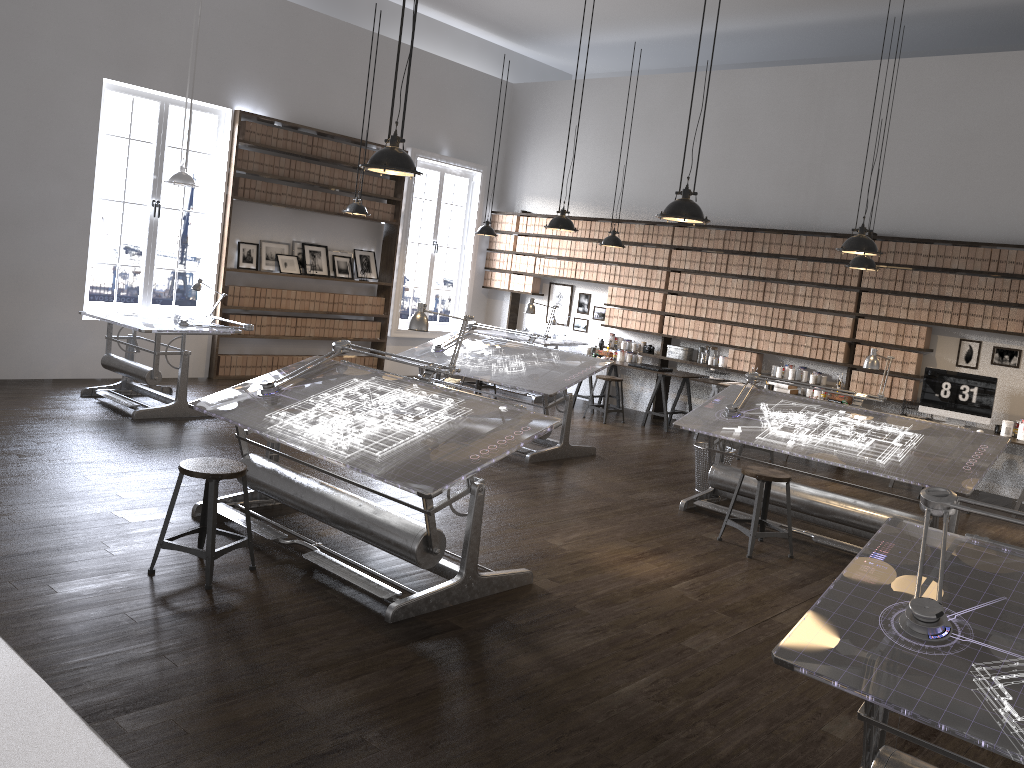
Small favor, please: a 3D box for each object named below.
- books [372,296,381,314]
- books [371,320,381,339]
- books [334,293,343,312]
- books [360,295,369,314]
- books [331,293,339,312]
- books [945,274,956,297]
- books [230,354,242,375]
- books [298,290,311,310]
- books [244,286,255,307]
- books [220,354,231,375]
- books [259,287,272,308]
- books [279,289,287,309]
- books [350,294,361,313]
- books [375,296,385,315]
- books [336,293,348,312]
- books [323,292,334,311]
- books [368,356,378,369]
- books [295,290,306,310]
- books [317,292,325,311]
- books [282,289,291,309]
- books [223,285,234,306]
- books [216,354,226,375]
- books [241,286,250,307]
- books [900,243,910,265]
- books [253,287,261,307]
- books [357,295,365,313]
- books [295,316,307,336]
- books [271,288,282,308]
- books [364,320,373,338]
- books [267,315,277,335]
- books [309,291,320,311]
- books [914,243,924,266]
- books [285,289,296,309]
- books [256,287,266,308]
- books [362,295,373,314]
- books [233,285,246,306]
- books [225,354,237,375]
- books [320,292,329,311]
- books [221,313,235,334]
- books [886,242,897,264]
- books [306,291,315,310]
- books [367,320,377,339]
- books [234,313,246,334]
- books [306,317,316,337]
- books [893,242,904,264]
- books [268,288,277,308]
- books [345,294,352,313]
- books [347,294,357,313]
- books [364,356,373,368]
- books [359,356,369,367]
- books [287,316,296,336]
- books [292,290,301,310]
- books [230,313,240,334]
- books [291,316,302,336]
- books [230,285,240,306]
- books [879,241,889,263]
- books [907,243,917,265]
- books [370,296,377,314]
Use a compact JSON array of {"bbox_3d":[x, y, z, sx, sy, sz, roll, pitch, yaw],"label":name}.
[{"bbox_3d":[-1.827,-1.044,11.733,0.175,0.225,0.066,12,7,41],"label":"books"},{"bbox_3d":[-1.832,-0.726,11.788,0.175,0.225,0.066,12,7,41],"label":"books"},{"bbox_3d":[-2.234,-1.036,11.271,0.175,0.225,0.066,12,6,41],"label":"books"},{"bbox_3d":[-1.961,-1.041,11.576,0.175,0.224,0.066,12,7,41],"label":"books"},{"bbox_3d":[-2.280,-1.034,11.211,0.175,0.225,0.067,12,7,41],"label":"books"},{"bbox_3d":[4.380,-0.974,8.802,0.067,0.224,0.174,11,7,41],"label":"books"},{"bbox_3d":[-3.227,-0.223,10.315,0.175,0.224,0.066,12,6,41],"label":"books"},{"bbox_3d":[-2.568,-1.029,10.895,0.175,0.225,0.066,12,6,41],"label":"books"},{"bbox_3d":[-3.078,-1.018,10.317,0.175,0.224,0.066,12,7,41],"label":"books"},{"bbox_3d":[-3.323,-0.222,10.209,0.175,0.225,0.066,12,6,41],"label":"books"},{"bbox_3d":[-2.929,-1.020,10.479,0.175,0.225,0.066,12,7,41],"label":"books"},{"bbox_3d":[-2.789,-1.023,10.634,0.175,0.225,0.067,12,7,41],"label":"books"},{"bbox_3d":[-2.044,-1.038,11.477,0.175,0.225,0.067,12,6,41],"label":"books"},{"bbox_3d":[-1.778,-1.044,11.778,0.175,0.225,0.067,12,7,41],"label":"books"},{"bbox_3d":[-2.184,-1.036,11.321,0.175,0.225,0.066,12,6,41],"label":"books"},{"bbox_3d":[-2.333,-1.033,11.160,0.175,0.224,0.066,12,6,41],"label":"books"},{"bbox_3d":[-1.886,-0.252,11.833,0.175,0.224,0.066,12,7,41],"label":"books"},{"bbox_3d":[-2.613,-1.027,10.842,0.175,0.225,0.066,12,6,41],"label":"books"},{"bbox_3d":[-2.420,-1.030,11.051,0.175,0.225,0.067,12,6,41],"label":"books"},{"bbox_3d":[-2.748,-1.025,10.687,0.175,0.224,0.066,12,6,41],"label":"books"},{"bbox_3d":[-3.257,-1.014,10.110,0.175,0.225,0.066,12,6,41],"label":"books"},{"bbox_3d":[-3.370,-0.221,10.158,0.175,0.225,0.066,12,6,41],"label":"books"},{"bbox_3d":[-3.120,-1.017,10.266,0.175,0.224,0.066,12,6,41],"label":"books"},{"bbox_3d":[4.067,-1.330,9.094,0.067,0.225,0.174,11,7,41],"label":"books"},{"bbox_3d":[-3.025,-1.018,10.369,0.175,0.225,0.067,12,6,41],"label":"books"},{"bbox_3d":[-2.003,-1.040,11.530,0.175,0.224,0.066,12,7,41],"label":"books"},{"bbox_3d":[-2.618,-0.711,10.906,0.175,0.224,0.066,12,6,41],"label":"books"},{"bbox_3d":[-2.838,-1.023,10.588,0.175,0.225,0.066,12,6,41],"label":"books"},{"bbox_3d":[-1.929,-0.725,11.684,0.175,0.225,0.066,12,6,41],"label":"books"},{"bbox_3d":[-2.897,-0.704,10.580,0.175,0.225,0.067,12,6,41],"label":"books"},{"bbox_3d":[-2.468,-1.029,10.997,0.175,0.225,0.066,12,7,41],"label":"books"},{"bbox_3d":[4.165,-1.307,9.005,0.067,0.224,0.174,11,7,41],"label":"books"},{"bbox_3d":[-2.706,-1.025,10.733,0.175,0.224,0.066,12,6,41],"label":"books"},{"bbox_3d":[-2.979,-1.020,10.428,0.175,0.225,0.066,12,7,41],"label":"books"},{"bbox_3d":[-1.915,-1.041,11.625,0.175,0.225,0.067,12,6,41],"label":"books"},{"bbox_3d":[-3.158,-1.015,10.216,0.175,0.225,0.067,12,7,41],"label":"books"},{"bbox_3d":[-3.273,-0.222,10.259,0.175,0.225,0.067,12,7,41],"label":"books"},{"bbox_3d":[-2.382,-1.032,11.101,0.175,0.224,0.066,12,7,41],"label":"books"},{"bbox_3d":[-3.266,-0.696,10.163,0.175,0.225,0.067,12,7,41],"label":"books"},{"bbox_3d":[3.959,-1.355,9.184,0.067,0.225,0.174,11,7,41],"label":"books"},{"bbox_3d":[-2.519,-1.029,10.945,0.175,0.225,0.066,12,7,41],"label":"books"},{"bbox_3d":[-1.882,-0.726,11.738,0.175,0.225,0.066,12,6,41],"label":"books"},{"bbox_3d":[-3.173,-0.699,10.274,0.175,0.225,0.066,12,6,41],"label":"books"},{"bbox_3d":[-2.524,-0.712,11.007,0.175,0.225,0.066,12,6,41],"label":"books"},{"bbox_3d":[4.015,-1.342,9.141,0.067,0.225,0.174,11,7,41],"label":"books"},{"bbox_3d":[-2.885,-1.022,10.534,0.175,0.225,0.066,12,6,41],"label":"books"},{"bbox_3d":[-2.140,-1.037,11.377,0.175,0.225,0.066,12,7,41],"label":"books"},{"bbox_3d":[-2.093,-1.038,11.430,0.175,0.225,0.066,12,7,41],"label":"books"},{"bbox_3d":[-1.938,-0.251,11.778,0.175,0.224,0.066,12,6,41],"label":"books"},{"bbox_3d":[-1.983,-0.249,11.719,0.175,0.225,0.067,12,7,41],"label":"books"},{"bbox_3d":[-2.717,-0.709,10.794,0.175,0.225,0.066,12,6,41],"label":"books"},{"bbox_3d":[-2.656,-1.026,10.786,0.175,0.225,0.067,12,7,41],"label":"books"},{"bbox_3d":[-3.218,-0.697,10.217,0.175,0.225,0.066,12,6,41],"label":"books"},{"bbox_3d":[-2.663,-0.709,10.847,0.175,0.225,0.067,12,7,41],"label":"books"},{"bbox_3d":[-3.206,-1.014,10.162,0.175,0.225,0.066,12,6,41],"label":"books"},{"bbox_3d":[3.910,-1.367,9.234,0.067,0.225,0.174,11,7,41],"label":"books"},{"bbox_3d":[4.113,-1.318,9.045,0.067,0.225,0.174,11,7,41],"label":"books"},{"bbox_3d":[-1.872,-1.043,11.680,0.175,0.225,0.066,12,7,41],"label":"books"}]
